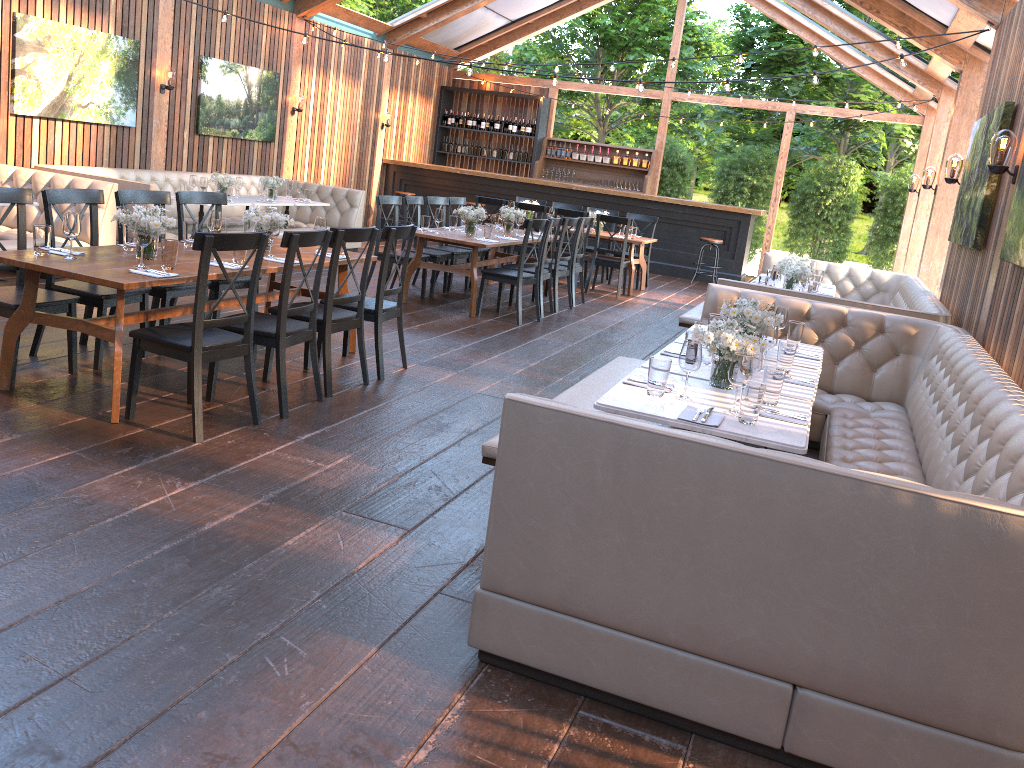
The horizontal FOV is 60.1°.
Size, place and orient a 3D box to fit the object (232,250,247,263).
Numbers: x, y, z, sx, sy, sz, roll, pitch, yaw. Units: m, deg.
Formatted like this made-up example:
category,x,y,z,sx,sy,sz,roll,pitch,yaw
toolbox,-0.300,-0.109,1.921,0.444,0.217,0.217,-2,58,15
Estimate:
category,x,y,z,sx,sy,sz,roll,pitch,yaw
object,-1.626,-0.803,5.283,0.092,0.156,0.092,13,13,25

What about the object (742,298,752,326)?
category,x,y,z,sx,sy,sz,roll,pitch,yaw
object,1.396,-0.384,5.265,0.092,0.241,0.093,3,12,-22

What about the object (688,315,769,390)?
category,x,y,z,sx,sy,sz,roll,pitch,yaw
object,0.952,-0.135,3.913,0.338,0.306,0.331,15,14,31

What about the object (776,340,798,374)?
category,x,y,z,sx,sy,sz,roll,pitch,yaw
object,1.374,-0.135,4.441,0.092,0.156,0.093,9,11,6

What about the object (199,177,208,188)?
category,x,y,z,sx,sy,sz,roll,pitch,yaw
object,-3.410,-2.157,9.777,0.092,0.241,0.093,3,12,-22

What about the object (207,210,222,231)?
category,x,y,z,sx,sy,sz,roll,pitch,yaw
object,-1.920,-0.993,5.705,0.092,0.241,0.093,2,12,-28

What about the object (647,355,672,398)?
category,x,y,z,sx,sy,sz,roll,pitch,yaw
object,0.596,-0.029,3.611,0.092,0.156,0.093,9,11,6

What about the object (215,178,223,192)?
category,x,y,z,sx,sy,sz,roll,pitch,yaw
object,-3.313,-2.199,9.997,0.092,0.241,0.093,3,12,-22

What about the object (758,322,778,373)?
category,x,y,z,sx,sy,sz,roll,pitch,yaw
object,1.265,-0.182,4.395,0.092,0.241,0.093,3,12,-22

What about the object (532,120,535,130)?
category,x,y,z,sx,sy,sz,roll,pitch,yaw
object,0.422,-5.053,17.480,0.087,0.330,0.088,8,11,0

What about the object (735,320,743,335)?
category,x,y,z,sx,sy,sz,roll,pitch,yaw
object,1.361,-0.373,5.376,0.092,0.156,0.093,0,14,-33

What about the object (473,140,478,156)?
category,x,y,z,sx,sy,sz,roll,pitch,yaw
object,-0.718,-4.761,17.844,0.094,0.305,0.095,-3,15,-44

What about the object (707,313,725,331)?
category,x,y,z,sx,sy,sz,roll,pitch,yaw
object,1.157,-0.316,5.045,0.092,0.156,0.093,9,11,6

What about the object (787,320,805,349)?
category,x,y,z,sx,sy,sz,roll,pitch,yaw
object,1.656,-0.286,5.186,0.092,0.156,0.093,9,11,6

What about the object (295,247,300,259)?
category,x,y,z,sx,sy,sz,roll,pitch,yaw
object,-1.418,-0.895,5.757,0.092,0.156,0.093,-3,16,-43

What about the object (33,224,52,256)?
category,x,y,z,sx,sy,sz,roll,pitch,yaw
object,-2.471,-0.755,4.652,0.092,0.156,0.093,-3,16,-43

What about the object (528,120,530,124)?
category,x,y,z,sx,sy,sz,roll,pitch,yaw
object,0.320,-5.061,17.502,0.077,0.305,0.078,7,11,-2

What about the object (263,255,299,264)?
category,x,y,z,sx,sy,sz,roll,pitch,yaw
object,-1.472,-0.790,5.595,0.256,0.018,0.159,13,15,19

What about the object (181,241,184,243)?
category,x,y,z,sx,sy,sz,roll,pitch,yaw
object,-2.050,-0.935,5.868,0.256,0.018,0.159,13,15,19

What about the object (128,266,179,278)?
category,x,y,z,sx,sy,sz,roll,pitch,yaw
object,-1.862,-0.580,4.559,0.256,0.018,0.159,13,15,19

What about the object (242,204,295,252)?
category,x,y,z,sx,sy,sz,roll,pitch,yaw
object,-1.646,-1.043,5.919,0.336,0.306,0.333,-1,15,-32

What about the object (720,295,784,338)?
category,x,y,z,sx,sy,sz,roll,pitch,yaw
object,1.292,-0.314,4.802,0.339,0.306,0.330,16,15,35

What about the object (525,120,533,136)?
category,x,y,z,sx,sy,sz,roll,pitch,yaw
object,0.339,-5.025,17.364,0.137,0.312,0.137,13,12,26

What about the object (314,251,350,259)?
category,x,y,z,sx,sy,sz,roll,pitch,yaw
object,-1.264,-0.898,6.133,0.256,0.018,0.159,13,15,19

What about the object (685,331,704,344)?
category,x,y,z,sx,sy,sz,roll,pitch,yaw
object,0.887,-0.175,4.344,0.092,0.156,0.093,9,11,6

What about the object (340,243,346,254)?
category,x,y,z,sx,sy,sz,roll,pitch,yaw
object,-1.223,-1.007,6.303,0.092,0.156,0.093,0,14,-33

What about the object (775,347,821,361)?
category,x,y,z,sx,sy,sz,roll,pitch,yaw
object,1.621,-0.176,5.016,0.256,0.018,0.159,13,15,19

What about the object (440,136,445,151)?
category,x,y,z,sx,sy,sz,roll,pitch,yaw
object,-1.406,-4.923,18.127,0.094,0.305,0.095,9,11,6

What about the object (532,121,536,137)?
category,x,y,z,sx,sy,sz,roll,pitch,yaw
object,0.442,-4.993,17.314,0.076,0.299,0.075,15,13,35

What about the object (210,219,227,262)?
category,x,y,z,sx,sy,sz,roll,pitch,yaw
object,-1.739,-0.850,5.237,0.092,0.241,0.093,11,11,16

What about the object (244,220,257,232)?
category,x,y,z,sx,sy,sz,roll,pitch,yaw
object,-1.844,-1.068,6.220,0.092,0.156,0.093,0,14,-33

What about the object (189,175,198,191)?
category,x,y,z,sx,sy,sz,roll,pitch,yaw
object,-3.583,-2.220,9.938,0.092,0.241,0.093,3,12,-22

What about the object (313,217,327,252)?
category,x,y,z,sx,sy,sz,roll,pitch,yaw
object,-1.359,-1.056,6.253,0.093,0.241,0.093,12,12,22

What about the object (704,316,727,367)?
category,x,y,z,sx,sy,sz,roll,pitch,yaw
object,1.005,-0.210,4.370,0.092,0.241,0.093,3,12,-22

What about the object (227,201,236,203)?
category,x,y,z,sx,sy,sz,roll,pitch,yaw
object,-3.234,-2.045,9.885,0.256,0.018,0.159,13,15,19

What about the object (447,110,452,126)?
category,x,y,z,sx,sy,sz,roll,pitch,yaw
object,-1.251,-5.393,17.952,0.087,0.330,0.088,8,11,0

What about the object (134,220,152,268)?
category,x,y,z,sx,sy,sz,roll,pitch,yaw
object,-1.958,-0.741,4.690,0.092,0.241,0.093,3,12,-22

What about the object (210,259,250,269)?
category,x,y,z,sx,sy,sz,roll,pitch,yaw
object,-1.665,-0.697,5.124,0.256,0.018,0.159,13,15,19

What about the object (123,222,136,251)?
category,x,y,z,sx,sy,sz,roll,pitch,yaw
object,-2.235,-0.863,5.187,0.092,0.156,0.093,-3,16,-43

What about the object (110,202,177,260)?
category,x,y,z,sx,sy,sz,roll,pitch,yaw
object,-2.045,-0.853,4.956,0.337,0.306,0.332,11,13,15

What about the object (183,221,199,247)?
category,x,y,z,sx,sy,sz,roll,pitch,yaw
object,-2.070,-0.965,5.692,0.091,0.156,0.093,5,12,-14

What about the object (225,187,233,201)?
category,x,y,z,sx,sy,sz,roll,pitch,yaw
object,-3.214,-2.152,10.036,0.092,0.156,0.093,9,11,6

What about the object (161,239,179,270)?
category,x,y,z,sx,sy,sz,roll,pitch,yaw
object,-1.835,-0.693,4.737,0.092,0.156,0.092,16,14,35

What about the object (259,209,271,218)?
category,x,y,z,sx,sy,sz,roll,pitch,yaw
object,-1.746,-1.105,6.244,0.092,0.241,0.093,-3,15,-44

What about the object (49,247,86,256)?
category,x,y,z,sx,sy,sz,roll,pitch,yaw
object,-2.443,-0.725,4.830,0.256,0.018,0.159,13,15,19

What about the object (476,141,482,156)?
category,x,y,z,sx,sy,sz,roll,pitch,yaw
object,-0.651,-4.736,17.779,0.095,0.305,0.095,12,12,20

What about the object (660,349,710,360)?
category,x,y,z,sx,sy,sz,roll,pitch,yaw
object,0.892,-0.149,4.526,0.256,0.018,0.159,13,15,19

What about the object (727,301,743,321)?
category,x,y,z,sx,sy,sz,roll,pitch,yaw
object,1.267,-0.352,5.069,0.092,0.241,0.093,3,12,-22

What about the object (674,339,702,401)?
category,x,y,z,sx,sy,sz,roll,pitch,yaw
object,0.721,-0.057,3.615,0.092,0.241,0.093,3,12,-22

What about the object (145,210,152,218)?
category,x,y,z,sx,sy,sz,roll,pitch,yaw
object,-2.137,-0.898,5.225,0.092,0.241,0.093,11,11,16

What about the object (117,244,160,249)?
category,x,y,z,sx,sy,sz,roll,pitch,yaw
object,-2.248,-0.832,5.373,0.256,0.018,0.159,13,15,19

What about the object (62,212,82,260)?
category,x,y,z,sx,sy,sz,roll,pitch,yaw
object,-2.318,-0.780,4.657,0.092,0.241,0.093,8,11,0

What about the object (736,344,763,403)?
category,x,y,z,sx,sy,sz,roll,pitch,yaw
object,0.990,-0.042,3.697,0.092,0.241,0.093,3,12,-22

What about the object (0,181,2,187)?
category,x,y,z,sx,sy,sz,roll,pitch,yaw
object,-4.256,-1.598,7.295,0.092,0.156,0.093,9,11,6

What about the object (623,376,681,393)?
category,x,y,z,sx,sy,sz,roll,pitch,yaw
object,0.609,-0.001,3.792,0.256,0.018,0.159,13,15,19

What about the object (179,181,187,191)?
category,x,y,z,sx,sy,sz,roll,pitch,yaw
object,-3.692,-2.185,9.914,0.092,0.156,0.093,9,11,6

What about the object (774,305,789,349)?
category,x,y,z,sx,sy,sz,roll,pitch,yaw
object,1.546,-0.331,5.133,0.093,0.241,0.093,12,12,22

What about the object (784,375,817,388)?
category,x,y,z,sx,sy,sz,roll,pitch,yaw
object,1.346,-0.028,4.285,0.256,0.018,0.159,13,15,19

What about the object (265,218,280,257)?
category,x,y,z,sx,sy,sz,roll,pitch,yaw
object,-1.547,-0.941,5.697,0.093,0.241,0.093,12,12,22
